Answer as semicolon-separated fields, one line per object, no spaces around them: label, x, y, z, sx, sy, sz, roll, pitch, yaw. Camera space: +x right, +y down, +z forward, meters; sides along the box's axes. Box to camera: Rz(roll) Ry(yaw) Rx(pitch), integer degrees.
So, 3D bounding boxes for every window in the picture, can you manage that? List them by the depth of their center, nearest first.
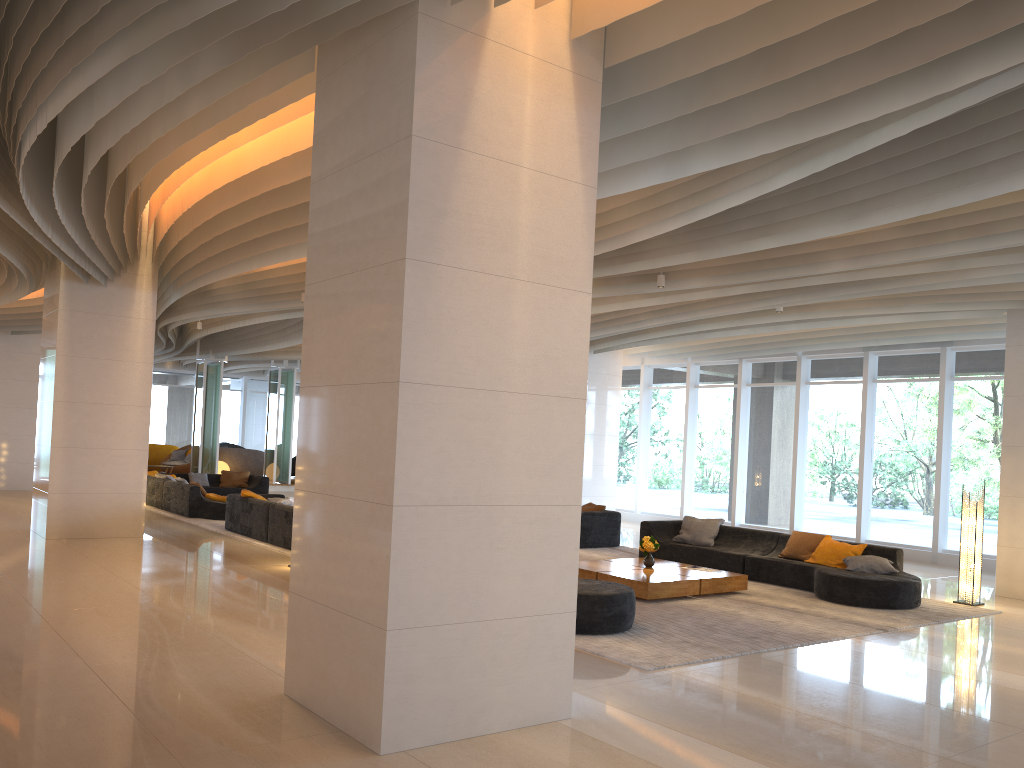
window;0.746;1.060;18.718;53.864;3.216;22.433;2;-4;18

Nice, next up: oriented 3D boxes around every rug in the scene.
rug;-1.569;2.499;14.490;5.616;0.022;15.944;6;-5;-37

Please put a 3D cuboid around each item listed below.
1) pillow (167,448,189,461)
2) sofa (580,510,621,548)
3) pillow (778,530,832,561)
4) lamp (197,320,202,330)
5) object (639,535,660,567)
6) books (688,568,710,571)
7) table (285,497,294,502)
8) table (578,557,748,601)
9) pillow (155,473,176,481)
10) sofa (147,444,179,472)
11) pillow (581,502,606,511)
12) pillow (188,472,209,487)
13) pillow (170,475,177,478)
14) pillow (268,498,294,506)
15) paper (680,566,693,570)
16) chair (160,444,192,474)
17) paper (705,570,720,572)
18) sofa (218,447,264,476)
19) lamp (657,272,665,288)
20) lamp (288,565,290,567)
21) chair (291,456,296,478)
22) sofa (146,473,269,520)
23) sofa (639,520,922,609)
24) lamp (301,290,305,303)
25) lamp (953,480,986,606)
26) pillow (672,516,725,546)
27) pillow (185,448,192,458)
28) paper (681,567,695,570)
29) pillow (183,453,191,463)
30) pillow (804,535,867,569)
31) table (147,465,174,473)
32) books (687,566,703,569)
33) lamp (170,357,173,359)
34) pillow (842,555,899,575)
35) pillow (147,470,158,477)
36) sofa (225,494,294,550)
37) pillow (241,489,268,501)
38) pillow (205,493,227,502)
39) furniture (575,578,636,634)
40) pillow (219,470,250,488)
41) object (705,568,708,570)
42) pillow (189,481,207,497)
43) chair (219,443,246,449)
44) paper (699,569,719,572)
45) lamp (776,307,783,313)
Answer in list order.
pillow;-9.778;2.075;26.047;0.615;0.454;0.477;2;-3;14
sofa;0.075;2.362;15.628;1.377;0.582;4.072;6;-5;-38
pillow;3.705;2.076;11.259;0.377;0.374;0.566;5;-3;-38
lamp;-5.961;-1.796;17.016;0.088;1.504;0.089;3;-1;8
object;1.608;1.965;10.438;0.270;0.376;0.232;4;-2;-35
books;2.216;2.181;10.472;0.208;0.011;0.185;0;-5;34
table;-4.410;2.507;18.298;1.631;0.220;1.574;6;-5;-37
table;1.580;2.252;10.285;1.631;0.220;1.574;6;-5;-37
pillow;-6.720;1.979;17.588;0.557;0.376;0.640;5;-4;-41
sofa;-11.158;2.199;26.314;1.090;0.900;2.612;0;-4;43
pillow;1.194;2.158;14.663;0.552;0.377;0.634;4;-3;-15
pillow;-6.974;2.133;19.746;0.415;0.312;0.316;5;-3;-35
pillow;-6.883;1.984;17.881;0.418;0.334;0.329;2;-2;19
pillow;-3.374;1.890;13.176;0.428;0.376;0.577;5;-3;-35
paper;2.149;2.188;10.550;0.193;0.001;0.268;-1;-5;44
chair;-9.533;2.195;25.843;1.491;1.004;1.158;0;-4;41
paper;2.300;2.185;10.408;0.187;0.001;0.265;0;-5;40
sofa;-8.266;2.366;26.666;2.542;0.900;1.120;2;-3;12
lamp;1.766;-1.876;10.309;0.088;1.504;0.089;3;-1;8
lamp;-2.477;1.595;10.600;0.255;1.196;0.246;4;-1;-37
chair;-6.654;2.512;28.398;1.120;1.004;1.542;2;-3;26
sofa;-5.703;2.205;18.011;2.878;0.652;5.002;6;-5;-37
sofa;3.386;2.237;11.432;1.360;0.581;4.120;5;-4;-30
lamp;-2.978;-1.933;12.888;0.087;1.504;0.091;2;-1;44
lamp;5.356;1.836;10.338;0.255;1.449;0.246;3;-1;-37
pillow;2.666;2.095;12.694;0.628;0.377;0.557;1;-3;31
pillow;-9.372;2.077;26.048;0.596;0.422;0.378;1;-3;31
paper;2.155;2.187;10.549;0.182;0.001;0.261;-1;-6;45
pillow;-9.231;2.104;25.655;0.472;0.408;0.495;5;-3;-35
pillow;3.952;2.073;10.827;0.483;0.402;0.597;4;-3;-30
table;-9.960;2.451;24.867;1.062;0.318;0.833;0;-4;35
books;2.172;2.179;10.538;0.110;0.011;0.185;-1;-5;44
lamp;-9.438;-1.441;24.688;0.090;1.504;0.088;3;-1;-28
pillow;4.160;2.110;10.315;0.581;0.209;0.444;2;-3;13
pillow;-7.757;2.030;19.139;0.336;0.316;0.415;2;-3;25
sofa;-3.100;2.018;12.904;0.959;0.581;3.713;5;-4;-37
pillow;-3.960;1.847;13.840;0.552;0.377;0.634;4;-3;-15
pillow;-5.301;2.053;16.053;0.411;0.135;0.416;3;-4;-3
furniture;0.611;1.970;7.917;0.999;0.364;0.970;5;-4;-28
pillow;-6.332;2.171;20.255;0.645;0.377;0.543;4;-3;-15
object;2.260;2.178;10.443;0.104;0.014;0.184;0;-5;34
pillow;-5.671;1.939;16.154;0.334;0.311;0.417;5;-3;-35
chair;-8.833;2.418;28.593;1.117;1.004;1.547;1;-3;36
paper;2.300;2.184;10.408;0.182;0.001;0.261;0;-5;40
lamp;3.547;-1.695;11.658;0.088;1.504;0.089;3;-1;8
